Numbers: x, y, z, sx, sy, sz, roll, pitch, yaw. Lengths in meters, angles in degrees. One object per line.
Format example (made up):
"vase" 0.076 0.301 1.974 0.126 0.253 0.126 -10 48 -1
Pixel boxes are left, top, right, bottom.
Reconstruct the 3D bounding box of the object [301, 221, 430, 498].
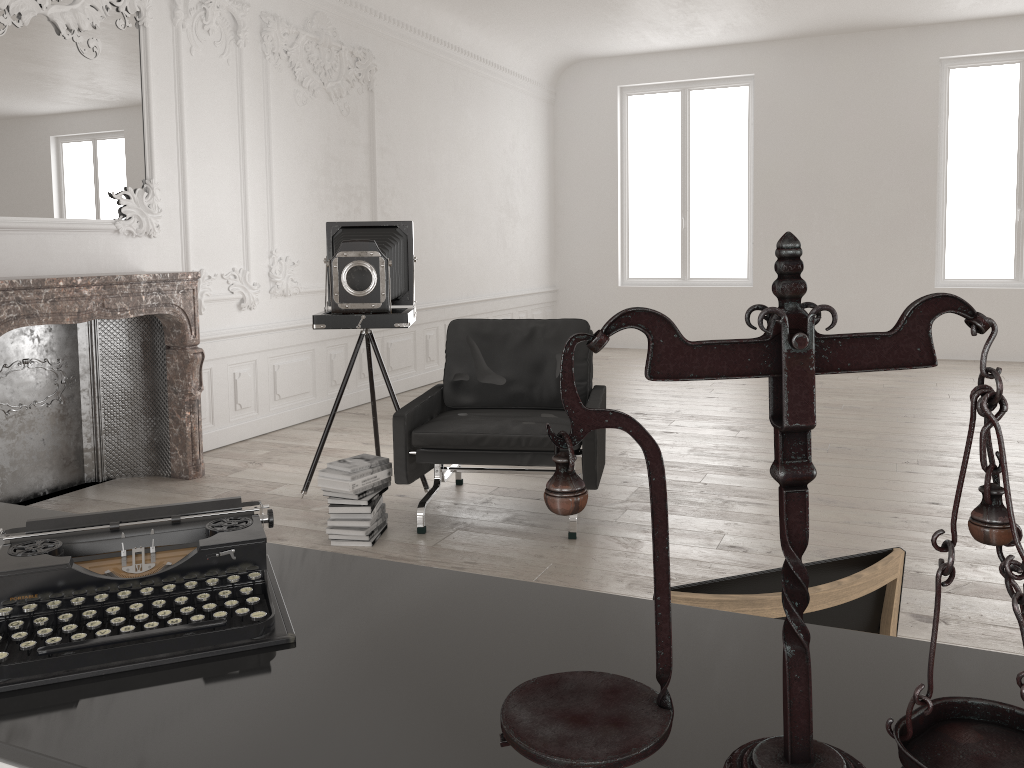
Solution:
"object" -0.817 -0.172 5.064 0.711 1.512 0.659 -1 5 -1

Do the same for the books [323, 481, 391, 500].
"books" -0.733 0.493 4.190 0.199 0.025 0.276 3 10 25

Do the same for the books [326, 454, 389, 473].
"books" -0.730 0.375 4.197 0.172 0.022 0.244 6 11 38

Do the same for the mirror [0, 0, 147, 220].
"mirror" -2.561 -1.629 4.860 0.009 1.560 1.445 1 7 24

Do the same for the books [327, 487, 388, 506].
"books" -0.726 0.520 4.188 0.199 0.025 0.279 1 9 12

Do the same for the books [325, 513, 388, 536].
"books" -0.734 0.662 4.201 0.199 0.025 0.283 1 9 13

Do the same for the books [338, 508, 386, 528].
"books" -0.726 0.635 4.219 0.172 0.022 0.245 1 9 12

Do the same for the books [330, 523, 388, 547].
"books" -0.724 0.714 4.203 0.199 0.025 0.279 0 9 7

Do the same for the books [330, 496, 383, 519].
"books" -0.737 0.585 4.209 0.199 0.034 0.261 0 9 3

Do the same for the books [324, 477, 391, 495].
"books" -0.737 0.468 4.187 0.199 0.025 0.282 4 10 29

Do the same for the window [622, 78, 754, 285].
"window" 2.249 -2.568 11.422 1.726 2.563 0.071 2 5 24

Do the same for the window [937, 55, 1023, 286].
"window" 5.740 -2.380 9.899 1.726 2.563 0.071 2 5 24

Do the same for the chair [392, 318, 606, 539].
"chair" -0.012 0.166 4.618 0.973 0.956 1.096 0 7 9

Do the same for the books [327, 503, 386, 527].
"books" -0.735 0.618 4.196 0.205 0.026 0.292 0 9 6

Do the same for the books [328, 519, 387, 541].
"books" -0.730 0.687 4.205 0.199 0.025 0.276 1 9 10

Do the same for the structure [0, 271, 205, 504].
"structure" -2.431 0.038 4.788 0.660 1.238 1.556 2 7 23

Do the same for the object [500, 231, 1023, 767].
"object" 0.243 0.117 0.748 0.513 0.487 0.169 -1 5 -3

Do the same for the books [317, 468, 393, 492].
"books" -0.738 0.437 4.169 0.199 0.041 0.312 4 10 30

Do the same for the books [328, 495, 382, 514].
"books" -0.737 0.552 4.183 0.199 0.034 0.302 -1 9 1

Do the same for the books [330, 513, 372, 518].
"books" -0.737 0.585 4.209 0.193 0.030 0.255 0 9 3

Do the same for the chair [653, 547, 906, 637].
"chair" 0.397 0.676 1.917 0.631 0.765 0.786 -3 7 -21

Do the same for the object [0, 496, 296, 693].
"object" -0.495 0.250 1.148 0.384 0.110 0.319 -4 9 -21

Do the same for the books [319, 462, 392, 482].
"books" -0.739 0.403 4.177 0.206 0.026 0.291 5 10 31

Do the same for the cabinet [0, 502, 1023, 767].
"cabinet" -0.622 0.890 0.238 2.708 0.876 2.481 3 9 23
